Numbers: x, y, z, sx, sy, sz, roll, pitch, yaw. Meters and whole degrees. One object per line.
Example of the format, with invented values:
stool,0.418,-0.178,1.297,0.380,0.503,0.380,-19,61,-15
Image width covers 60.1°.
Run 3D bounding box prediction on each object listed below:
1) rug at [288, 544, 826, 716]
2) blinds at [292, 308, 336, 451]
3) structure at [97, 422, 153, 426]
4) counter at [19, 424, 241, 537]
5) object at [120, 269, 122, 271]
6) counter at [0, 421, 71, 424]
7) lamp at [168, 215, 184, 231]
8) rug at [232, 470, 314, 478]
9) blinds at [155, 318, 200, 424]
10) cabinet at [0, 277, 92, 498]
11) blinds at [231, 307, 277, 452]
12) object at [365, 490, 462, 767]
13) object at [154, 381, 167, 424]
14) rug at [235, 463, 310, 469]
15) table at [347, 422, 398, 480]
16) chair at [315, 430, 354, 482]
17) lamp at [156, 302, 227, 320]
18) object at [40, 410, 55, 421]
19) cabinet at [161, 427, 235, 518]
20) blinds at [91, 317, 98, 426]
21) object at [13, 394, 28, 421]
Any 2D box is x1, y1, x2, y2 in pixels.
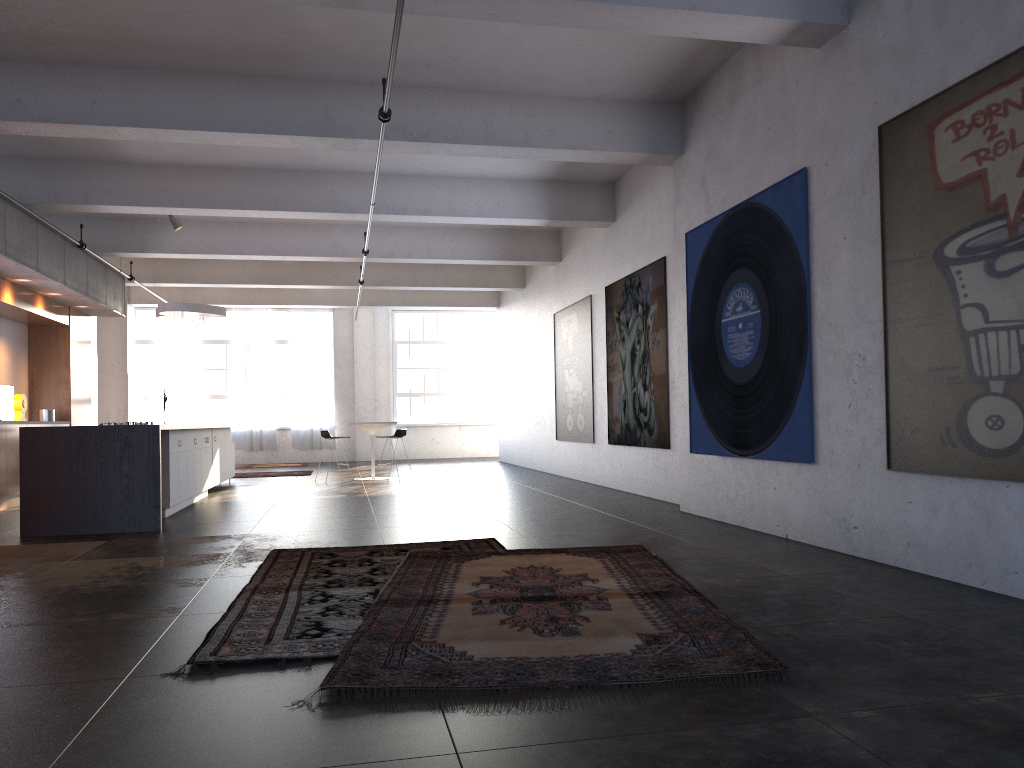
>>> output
rug,0.142,1.098,4.577,1.880,0.048,3.518,-1,-2,-2
blinds,-4.830,-0.253,21.485,1.040,3.749,0.339,-1,-1,-15
structure,-4.395,0.472,10.139,0.516,0.071,0.635,-1,-2,-12
counter,-4.352,0.999,11.087,1.152,0.970,6.601,-1,-2,-11
object,-6.776,0.632,4.076,0.950,1.214,13.181,-1,-2,0
counter,-6.767,0.475,10.488,1.621,0.039,4.424,-1,-2,-11
lamp,-4.664,-2.262,12.259,0.226,0.286,0.129,0,-1,-29
rug,-5.225,1.701,16.541,2.910,0.029,1.839,-1,-2,-12
blinds,-7.847,-0.203,20.783,1.042,3.673,0.357,-1,-1,-14
cabinet,-7.010,0.030,9.683,2.400,2.561,8.040,-1,-2,-11
blinds,-6.175,-0.233,21.165,1.047,3.696,0.335,-1,-1,-16
object,-4.709,1.505,7.913,19.919,0.001,26.979,-1,-2,-12
object,-7.499,0.901,18.795,1.191,1.918,1.047,-1,-1,-12
rug,-6.220,1.873,20.069,3.159,0.009,1.799,-1,-2,-13
table,-2.319,1.112,14.754,0.836,0.951,0.822,-1,-2,-12
chair,-2.871,1.194,14.295,0.515,0.895,0.455,0,-2,-35
lamp,-5.101,-1.122,13.744,1.059,0.130,1.028,-3,-3,34
object,-6.572,0.449,12.526,0.187,0.170,0.194,-2,-2,37
cabinet,-4.455,1.055,11.685,0.930,0.929,5.602,-1,-2,-11
blinds,-9.328,-0.188,20.466,1.035,3.711,0.312,-1,-1,-14
object,-6.586,0.323,11.879,0.100,0.381,0.272,-1,-1,-11
